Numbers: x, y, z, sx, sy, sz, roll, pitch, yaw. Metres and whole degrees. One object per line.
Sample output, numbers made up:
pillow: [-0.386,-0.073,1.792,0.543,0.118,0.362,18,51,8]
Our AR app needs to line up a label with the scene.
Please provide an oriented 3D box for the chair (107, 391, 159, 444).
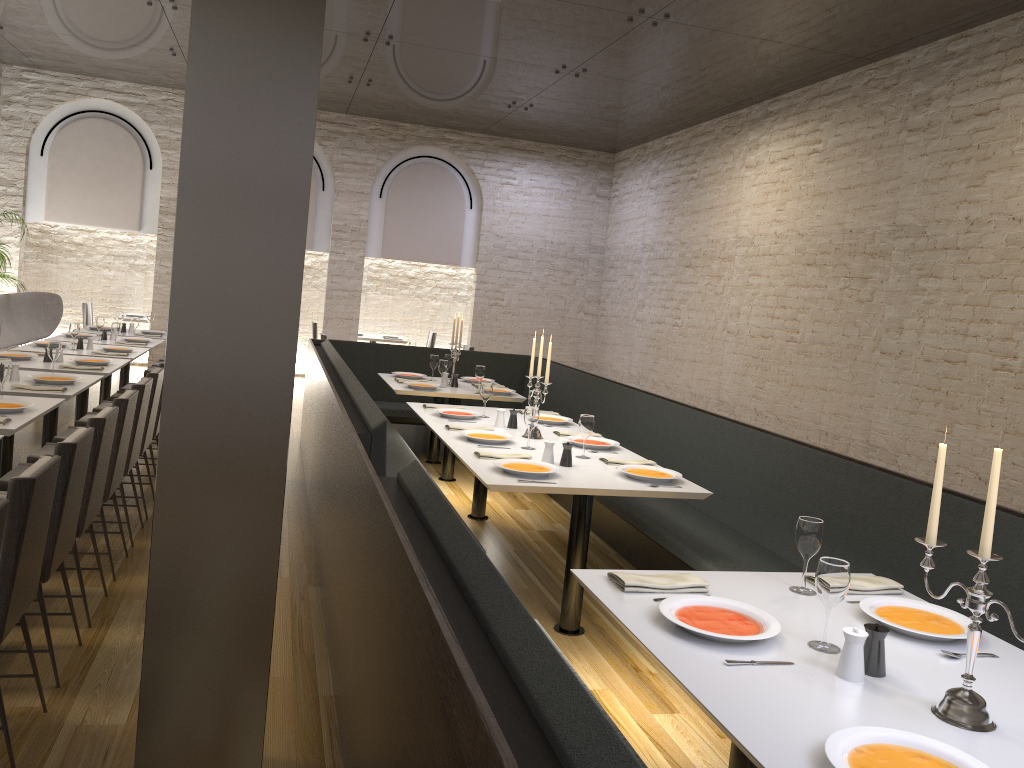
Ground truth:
chair: [-2.958,0.131,7.220,0.565,0.903,0.413,5,4,-15]

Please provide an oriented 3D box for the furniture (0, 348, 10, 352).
furniture: [-4.002,0.079,5.754,0.708,1.094,4.493,5,6,-15]

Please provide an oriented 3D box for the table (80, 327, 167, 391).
table: [-4.337,-0.204,9.926,0.935,0.758,1.014,4,5,-15]

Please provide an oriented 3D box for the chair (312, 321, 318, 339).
chair: [-2.759,-0.461,13.306,0.565,0.903,0.413,5,4,-15]

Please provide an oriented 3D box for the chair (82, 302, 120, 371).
chair: [-5.757,-0.675,12.494,0.565,0.903,0.413,5,4,-15]

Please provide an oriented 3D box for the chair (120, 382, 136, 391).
chair: [-3.100,0.063,7.757,0.565,0.903,0.413,5,4,-15]

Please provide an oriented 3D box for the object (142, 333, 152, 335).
object: [-4.001,-0.548,9.792,0.181,0.015,0.038,4,6,-14]

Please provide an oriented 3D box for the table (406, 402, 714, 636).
table: [0.059,0.697,5.260,1.099,0.758,2.548,4,6,-15]

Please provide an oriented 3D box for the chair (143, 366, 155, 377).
chair: [-3.458,-0.109,9.116,0.565,0.903,0.413,5,4,-15]

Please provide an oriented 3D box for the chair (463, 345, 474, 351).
chair: [-0.813,-0.044,11.054,0.565,0.903,0.413,5,4,-15]

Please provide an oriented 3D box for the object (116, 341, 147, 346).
object: [-3.663,-0.388,8.524,0.272,0.033,0.143,4,6,-15]

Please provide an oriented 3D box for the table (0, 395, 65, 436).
table: [-2.890,0.490,4.438,0.935,0.758,1.014,4,5,-15]

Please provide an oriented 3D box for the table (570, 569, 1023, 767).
table: [0.995,1.146,1.709,1.099,0.758,2.548,4,6,-15]

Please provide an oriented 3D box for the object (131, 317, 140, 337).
object: [-3.879,-0.575,9.109,0.086,0.230,0.086,7,4,15]

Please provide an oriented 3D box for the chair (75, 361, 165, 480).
chair: [-2.664,0.272,6.104,0.565,0.903,0.413,5,4,-15]

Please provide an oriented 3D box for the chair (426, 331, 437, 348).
chair: [-1.497,-0.372,13.647,0.565,0.903,0.413,5,4,-15]

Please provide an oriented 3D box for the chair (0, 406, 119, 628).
chair: [-2.077,0.553,3.877,0.565,0.903,0.413,5,4,-15]

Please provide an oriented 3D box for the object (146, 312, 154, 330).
object: [-4.166,-0.712,10.196,0.086,0.230,0.086,7,4,15]

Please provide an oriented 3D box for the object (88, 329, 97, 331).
object: [-4.519,-0.582,9.654,0.185,0.010,0.017,4,5,-15]

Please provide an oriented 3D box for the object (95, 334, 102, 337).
object: [-4.341,-0.509,9.067,0.272,0.033,0.143,4,6,-15]

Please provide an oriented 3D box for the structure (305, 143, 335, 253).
structure: [-3.283,-2.735,12.243,1.632,1.671,0.098,4,4,-15]

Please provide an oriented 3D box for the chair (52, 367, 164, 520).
chair: [-2.513,0.344,5.533,0.565,0.903,0.413,5,4,-15]

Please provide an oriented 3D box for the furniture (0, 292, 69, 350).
furniture: [-4.936,-0.369,9.298,0.706,1.094,2.594,5,5,-15]

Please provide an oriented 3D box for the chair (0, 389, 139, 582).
chair: [-2.228,0.481,4.449,0.565,0.903,0.413,5,4,-15]

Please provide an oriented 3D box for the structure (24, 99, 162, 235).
structure: [-5.458,-2.890,11.655,1.632,1.671,0.098,4,4,-15]

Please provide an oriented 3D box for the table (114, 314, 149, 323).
table: [-5.132,-0.558,12.675,0.935,0.758,1.014,4,5,-15]

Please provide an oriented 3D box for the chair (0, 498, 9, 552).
chair: [-1.638,0.764,2.213,0.565,0.903,0.413,5,4,-15]

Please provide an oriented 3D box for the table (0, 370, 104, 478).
table: [-3.185,0.348,5.557,0.935,0.758,1.014,4,5,-15]

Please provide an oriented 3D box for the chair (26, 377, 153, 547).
chair: [-2.370,0.413,4.990,0.565,0.903,0.413,5,4,-15]

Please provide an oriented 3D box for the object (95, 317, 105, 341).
object: [-4.009,-0.537,8.606,0.086,0.230,0.086,7,4,15]

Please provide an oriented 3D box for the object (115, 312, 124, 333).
object: [-4.295,-0.674,9.692,0.086,0.230,0.086,7,4,15]

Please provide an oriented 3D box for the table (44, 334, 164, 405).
table: [-4.047,-0.065,8.827,0.935,0.758,1.014,4,5,-15]

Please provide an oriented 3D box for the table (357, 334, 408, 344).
table: [-2.148,-0.346,13.483,0.935,0.758,1.014,4,5,-15]

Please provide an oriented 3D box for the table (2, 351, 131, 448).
table: [-3.483,0.206,6.686,0.935,0.758,1.014,4,5,-15]

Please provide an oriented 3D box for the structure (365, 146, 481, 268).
structure: [-1.243,-2.590,12.796,1.632,1.671,0.098,4,4,-15]

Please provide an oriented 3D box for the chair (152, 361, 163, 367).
chair: [-3.601,-0.177,9.656,0.565,0.903,0.413,5,4,-15]

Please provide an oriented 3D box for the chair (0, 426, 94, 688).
chair: [-1.933,0.622,3.332,0.565,0.903,0.413,5,4,-15]

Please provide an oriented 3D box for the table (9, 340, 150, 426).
table: [-3.767,0.069,7.764,0.935,0.758,1.014,4,5,-15]

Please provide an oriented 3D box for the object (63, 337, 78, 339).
object: [-4.229,-0.443,8.555,0.185,0.010,0.017,4,5,-15]

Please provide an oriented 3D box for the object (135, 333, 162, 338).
object: [-3.953,-0.527,9.623,0.272,0.033,0.143,4,6,-15]

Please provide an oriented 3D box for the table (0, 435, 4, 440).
table: [-2.594,0.632,3.316,0.935,0.758,1.014,4,5,-15]

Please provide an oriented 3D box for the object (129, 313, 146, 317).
object: [-5.425,-1.002,12.915,0.272,0.033,0.143,4,6,-15]

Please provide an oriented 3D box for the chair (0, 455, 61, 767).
chair: [-1.789,0.691,2.786,0.565,0.903,0.413,5,4,-15]

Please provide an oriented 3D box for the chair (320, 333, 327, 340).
chair: [-2.075,-0.133,10.712,0.565,0.903,0.413,5,4,-15]

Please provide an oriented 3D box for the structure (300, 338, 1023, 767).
structure: [0.490,0.771,3.741,2.369,0.998,10.789,4,6,-15]

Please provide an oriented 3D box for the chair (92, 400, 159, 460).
chair: [-2.808,0.203,6.652,0.565,0.903,0.413,5,4,-15]

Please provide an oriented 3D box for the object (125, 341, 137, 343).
object: [-3.711,-0.409,8.693,0.181,0.015,0.038,4,6,-14]

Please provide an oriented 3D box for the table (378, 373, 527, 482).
table: [-0.591,0.386,7.724,1.099,0.758,1.193,4,5,-15]

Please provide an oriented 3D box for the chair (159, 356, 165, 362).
chair: [-3.747,-0.248,10.213,0.565,0.903,0.413,5,4,-15]
